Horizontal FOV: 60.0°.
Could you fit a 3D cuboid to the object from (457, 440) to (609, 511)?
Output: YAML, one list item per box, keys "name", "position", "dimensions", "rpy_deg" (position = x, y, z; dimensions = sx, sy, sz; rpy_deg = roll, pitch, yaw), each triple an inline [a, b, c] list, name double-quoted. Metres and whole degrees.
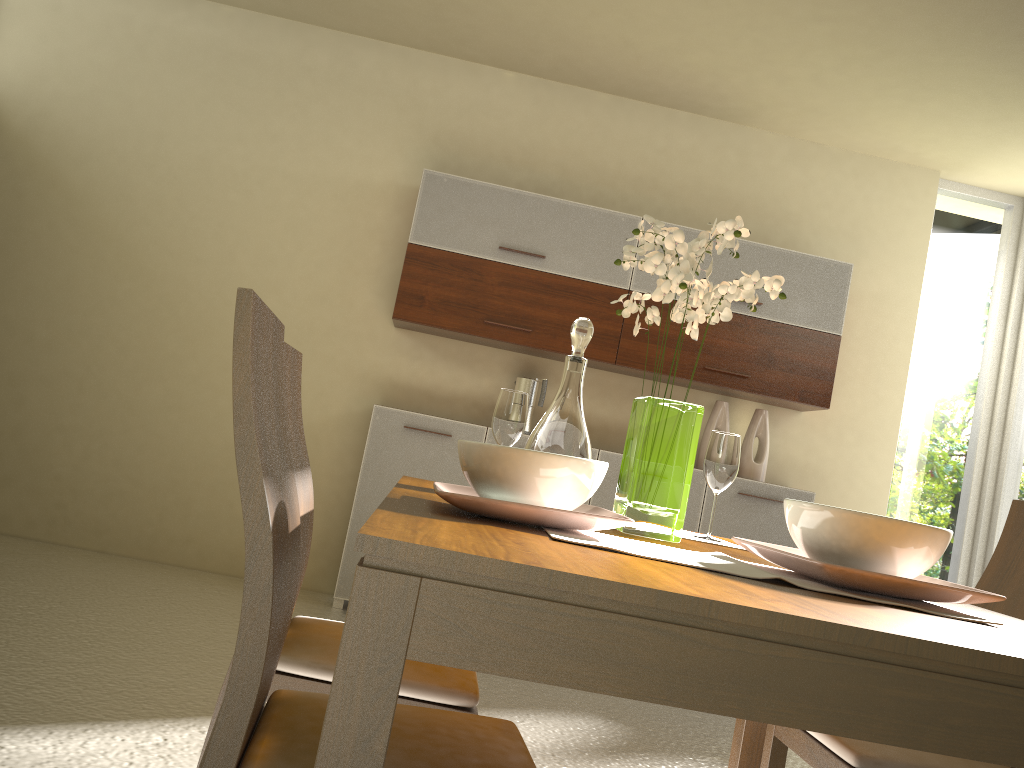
- name: "object"
  position: [0.023, 0.150, 1.352]
  dimensions: [0.232, 0.107, 0.233]
  rpy_deg: [11, -5, 7]

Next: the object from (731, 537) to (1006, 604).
- name: "object"
  position: [0.503, 0.280, 1.297]
  dimensions: [0.283, 0.033, 0.283]
  rpy_deg: [12, -5, -10]

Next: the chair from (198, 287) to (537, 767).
- name: "chair"
  position: [-0.200, 0.443, 1.206]
  dimensions: [0.507, 1.017, 0.404]
  rpy_deg: [12, -5, -8]

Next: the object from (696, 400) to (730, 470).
- name: "object"
  position: [1.092, 0.283, 4.746]
  dimensions: [0.153, 0.384, 0.153]
  rpy_deg: [9, -5, 29]

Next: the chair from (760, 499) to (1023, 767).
- name: "chair"
  position: [0.871, 0.711, 1.859]
  dimensions: [0.507, 1.017, 0.404]
  rpy_deg: [12, -5, -4]

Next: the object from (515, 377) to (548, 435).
- name: "object"
  position: [0.073, 0.113, 4.652]
  dimensions: [0.181, 0.305, 0.150]
  rpy_deg: [11, -5, 2]

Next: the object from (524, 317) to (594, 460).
- name: "object"
  position: [0.121, 0.059, 1.965]
  dimensions: [0.156, 0.426, 0.156]
  rpy_deg: [8, -6, 37]

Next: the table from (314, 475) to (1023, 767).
- name: "table"
  position: [0.209, 0.665, 1.495]
  dimensions: [1.000, 0.790, 1.411]
  rpy_deg: [12, -5, -4]

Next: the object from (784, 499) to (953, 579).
- name: "object"
  position: [0.511, 0.240, 1.300]
  dimensions: [0.233, 0.101, 0.233]
  rpy_deg: [13, -5, -16]

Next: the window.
- name: "window"
  position: [0.123, -0.372, 2.744]
  dimensions: [6.429, 3.000, 4.466]
  rpy_deg: [12, -5, -7]

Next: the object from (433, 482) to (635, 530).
- name: "object"
  position: [0.019, 0.190, 1.349]
  dimensions: [0.283, 0.041, 0.283]
  rpy_deg: [12, -5, -5]

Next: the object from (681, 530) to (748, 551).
- name: "object"
  position: [0.203, 0.290, 1.920]
  dimensions: [0.589, 0.010, 0.287]
  rpy_deg: [12, -5, -8]

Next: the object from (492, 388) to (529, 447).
- name: "object"
  position: [-0.016, 0.130, 1.938]
  dimensions: [0.075, 0.232, 0.075]
  rpy_deg: [7, -7, 44]

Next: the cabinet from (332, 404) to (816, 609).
- name: "cabinet"
  position: [0.331, 0.838, 4.615]
  dimensions: [2.318, 1.018, 0.372]
  rpy_deg: [12, -5, -4]

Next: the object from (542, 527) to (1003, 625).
- name: "object"
  position: [0.335, 0.261, 1.271]
  dimensions: [0.589, 0.010, 0.287]
  rpy_deg: [11, -5, -1]

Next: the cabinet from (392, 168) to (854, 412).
- name: "cabinet"
  position: [0.590, -0.473, 4.726]
  dimensions: [2.318, 0.789, 0.372]
  rpy_deg: [12, -5, -4]

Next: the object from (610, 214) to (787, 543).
- name: "object"
  position: [0.307, -0.016, 1.664]
  dimensions: [0.304, 0.608, 0.302]
  rpy_deg: [11, -5, -1]

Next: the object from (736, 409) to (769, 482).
- name: "object"
  position: [1.310, 0.327, 4.763]
  dimensions: [0.153, 0.384, 0.153]
  rpy_deg: [9, -5, 29]

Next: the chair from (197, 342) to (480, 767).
- name: "chair"
  position: [-0.308, 0.466, 1.722]
  dimensions: [0.507, 1.017, 0.404]
  rpy_deg: [12, -5, -4]

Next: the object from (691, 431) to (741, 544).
- name: "object"
  position: [0.440, 0.220, 1.901]
  dimensions: [0.075, 0.232, 0.075]
  rpy_deg: [7, -7, 44]
